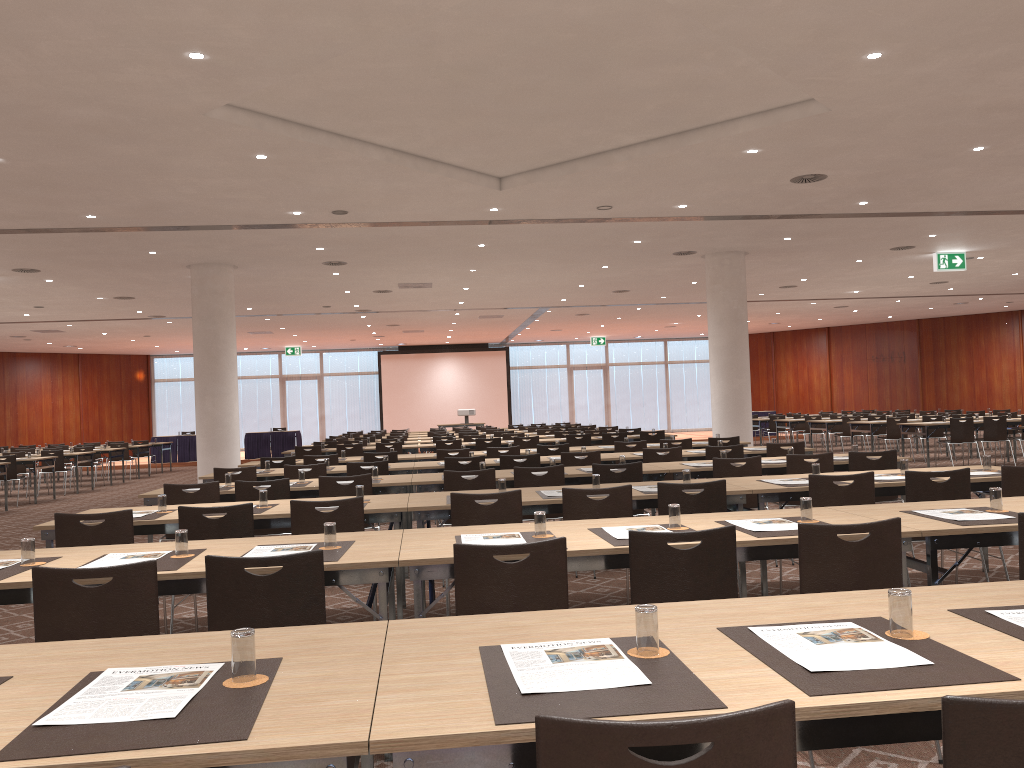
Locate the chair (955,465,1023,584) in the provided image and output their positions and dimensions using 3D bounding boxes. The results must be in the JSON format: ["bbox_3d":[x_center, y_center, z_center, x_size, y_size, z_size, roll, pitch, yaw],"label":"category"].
[{"bbox_3d":[3.368,0.993,5.913,0.535,0.939,0.614,-2,-1,-9],"label":"chair"}]

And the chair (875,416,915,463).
[{"bbox_3d":[7.735,1.127,17.969,0.535,0.939,0.614,-2,-1,-5],"label":"chair"}]

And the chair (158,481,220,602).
[{"bbox_3d":[-2.596,1.268,7.321,0.535,0.939,0.614,-2,-1,-9],"label":"chair"}]

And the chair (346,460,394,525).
[{"bbox_3d":[-1.500,1.277,9.406,0.535,0.939,0.614,-2,-1,-3],"label":"chair"}]

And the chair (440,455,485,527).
[{"bbox_3d":[-0.509,1.242,9.583,0.535,0.939,0.614,-2,-1,-8],"label":"chair"}]

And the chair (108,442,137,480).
[{"bbox_3d":[-9.780,1.938,22.232,0.535,0.939,0.614,-2,-1,-8],"label":"chair"}]

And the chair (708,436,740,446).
[{"bbox_3d":[2.789,1.168,11.849,0.535,0.939,0.614,-2,-1,-8],"label":"chair"}]

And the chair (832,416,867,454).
[{"bbox_3d":[7.581,1.185,19.963,0.535,0.939,0.614,-2,-1,-6],"label":"chair"}]

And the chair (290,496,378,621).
[{"bbox_3d":[-1.120,1.162,5.502,0.535,0.939,0.614,-2,-1,-8],"label":"chair"}]

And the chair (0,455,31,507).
[{"bbox_3d":[-9.169,1.756,16.123,0.535,0.939,0.614,-2,-1,-9],"label":"chair"}]

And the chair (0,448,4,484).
[{"bbox_3d":[-12.722,2.048,21.935,0.535,0.939,0.614,-2,-1,-3],"label":"chair"}]

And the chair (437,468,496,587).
[{"bbox_3d":[-0.360,1.184,7.546,0.535,0.939,0.614,-2,-1,-8],"label":"chair"}]

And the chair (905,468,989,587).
[{"bbox_3d":[2.718,1.016,5.812,0.535,0.939,0.614,-2,-1,-5],"label":"chair"}]

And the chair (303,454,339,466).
[{"bbox_3d":[-2.411,1.363,11.324,0.535,0.939,0.614,-2,-1,-8],"label":"chair"}]

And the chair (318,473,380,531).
[{"bbox_3d":[-1.384,1.223,7.485,0.535,0.939,0.614,-2,-1,-8],"label":"chair"}]

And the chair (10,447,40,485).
[{"bbox_3d":[-12.050,2.019,21.861,0.535,0.939,0.614,-2,-1,-4],"label":"chair"}]

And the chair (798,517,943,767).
[{"bbox_3d":[1.348,1.017,3.699,0.535,0.939,0.614,-2,-1,-7],"label":"chair"}]

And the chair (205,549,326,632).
[{"bbox_3d":[-0.920,1.102,3.470,0.535,0.939,0.614,-2,-1,-5],"label":"chair"}]

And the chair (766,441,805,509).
[{"bbox_3d":[3.006,1.110,9.896,0.535,0.939,0.614,-2,-1,-5],"label":"chair"}]

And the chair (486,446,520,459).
[{"bbox_3d":[-0.112,1.278,11.591,0.535,0.939,0.614,-2,-1,-6],"label":"chair"}]

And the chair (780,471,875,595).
[{"bbox_3d":[2.112,1.041,5.828,0.535,0.939,0.614,-2,-1,-4],"label":"chair"}]

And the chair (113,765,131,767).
[{"bbox_3d":[-0.777,1.044,1.440,0.535,0.939,0.614,-2,-1,-6],"label":"chair"}]

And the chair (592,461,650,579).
[{"bbox_3d":[0.887,1.137,7.637,0.535,0.939,0.614,-2,-1,-7],"label":"chair"}]

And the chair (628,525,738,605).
[{"bbox_3d":[0.680,1.043,3.674,0.535,0.939,0.614,-2,-1,-5],"label":"chair"}]

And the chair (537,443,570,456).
[{"bbox_3d":[0.527,1.255,11.698,0.535,0.939,0.614,-2,-1,-9],"label":"chair"}]

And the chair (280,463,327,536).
[{"bbox_3d":[-2.153,1.303,9.375,0.535,0.939,0.614,-2,-1,-7],"label":"chair"}]

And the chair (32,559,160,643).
[{"bbox_3d":[-1.514,1.123,3.376,0.535,0.939,0.614,-2,-1,-6],"label":"chair"}]

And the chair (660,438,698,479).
[{"bbox_3d":[2.156,1.193,11.820,0.535,0.939,0.614,-2,-1,-6],"label":"chair"}]

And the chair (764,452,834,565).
[{"bbox_3d":[2.593,1.075,7.886,0.535,0.939,0.614,-2,-1,-8],"label":"chair"}]

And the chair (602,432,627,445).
[{"bbox_3d":[1.743,1.298,15.260,0.535,0.939,0.614,-2,-1,-7],"label":"chair"}]

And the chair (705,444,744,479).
[{"bbox_3d":[2.303,1.135,9.790,0.535,0.939,0.614,-2,-1,-8],"label":"chair"}]

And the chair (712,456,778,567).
[{"bbox_3d":[1.935,1.098,7.778,0.535,0.939,0.614,-2,-1,-6],"label":"chair"}]

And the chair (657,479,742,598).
[{"bbox_3d":[1.130,1.077,5.687,0.535,0.939,0.614,-2,-1,-3],"label":"chair"}]

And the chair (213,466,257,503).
[{"bbox_3d":[-2.869,1.331,9.345,0.535,0.939,0.614,-2,-1,-6],"label":"chair"}]

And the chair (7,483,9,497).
[{"bbox_3d":[-10.687,1.867,18.061,0.535,0.939,0.614,-2,-1,-6],"label":"chair"}]

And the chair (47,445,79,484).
[{"bbox_3d":[-11.159,1.988,22.033,0.535,0.939,0.614,-2,-1,-5],"label":"chair"}]

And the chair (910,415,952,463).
[{"bbox_3d":[8.423,1.098,17.897,0.535,0.939,0.614,-2,-1,-4],"label":"chair"}]

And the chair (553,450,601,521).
[{"bbox_3d":[0.739,1.194,9.667,0.535,0.939,0.614,-2,-1,-5],"label":"chair"}]

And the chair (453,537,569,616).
[{"bbox_3d":[-0.011,1.067,3.527,0.535,0.939,0.614,-2,-1,-8],"label":"chair"}]

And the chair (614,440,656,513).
[{"bbox_3d":[1.546,1.215,11.723,0.535,0.939,0.614,-2,-1,-6],"label":"chair"}]

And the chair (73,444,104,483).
[{"bbox_3d":[-10.522,1.962,22.016,0.535,0.939,0.614,-2,-1,-8],"label":"chair"}]

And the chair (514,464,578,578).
[{"bbox_3d":[0.223,1.163,7.648,0.535,0.939,0.614,-2,-1,-8],"label":"chair"}]

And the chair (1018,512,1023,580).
[{"bbox_3d":[2.244,0.983,3.755,0.535,0.939,0.614,-2,-1,-9],"label":"chair"}]

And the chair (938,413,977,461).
[{"bbox_3d":[9.081,1.076,18.045,0.535,0.939,0.614,-2,-1,-7],"label":"chair"}]

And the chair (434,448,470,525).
[{"bbox_3d":[-0.741,1.301,11.493,0.535,0.939,0.614,-2,-1,-3],"label":"chair"}]

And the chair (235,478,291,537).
[{"bbox_3d":[-2.026,1.246,7.343,0.535,0.939,0.614,-2,-1,-7],"label":"chair"}]

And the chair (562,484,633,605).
[{"bbox_3d":[0.525,1.099,5.591,0.535,0.939,0.614,-2,-1,-5],"label":"chair"}]

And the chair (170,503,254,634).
[{"bbox_3d":[-1.745,1.184,5.397,0.535,0.939,0.614,-2,-1,-4],"label":"chair"}]

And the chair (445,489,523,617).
[{"bbox_3d":[-0.150,1.125,5.558,0.535,0.939,0.614,-2,-1,-4],"label":"chair"}]

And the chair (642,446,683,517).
[{"bbox_3d":[1.641,1.162,9.800,0.535,0.939,0.614,-2,-1,-4],"label":"chair"}]

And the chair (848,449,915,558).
[{"bbox_3d":[3.157,1.052,7.901,0.535,0.939,0.614,-2,-1,-4],"label":"chair"}]

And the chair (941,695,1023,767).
[{"bbox_3d":[0.925,0.981,1.647,0.535,0.939,0.614,-2,-1,-7],"label":"chair"}]

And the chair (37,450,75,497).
[{"bbox_3d":[-9.387,1.820,18.252,0.535,0.939,0.614,-2,-1,-8],"label":"chair"}]

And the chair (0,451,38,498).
[{"bbox_3d":[-10.055,1.841,18.043,0.535,0.939,0.614,-2,-1,-9],"label":"chair"}]

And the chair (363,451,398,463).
[{"bbox_3d":[-1.673,1.337,11.476,0.535,0.939,0.614,-2,-1,-4],"label":"chair"}]

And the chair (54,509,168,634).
[{"bbox_3d":[-2.423,1.209,5.294,0.535,0.939,0.614,-2,-1,-6],"label":"chair"}]

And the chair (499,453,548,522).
[{"bbox_3d":[0.087,1.218,9.566,0.535,0.939,0.614,-2,-1,-5],"label":"chair"}]

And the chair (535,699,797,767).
[{"bbox_3d":[0.264,1.007,1.622,0.535,0.939,0.614,-2,-1,-3],"label":"chair"}]
